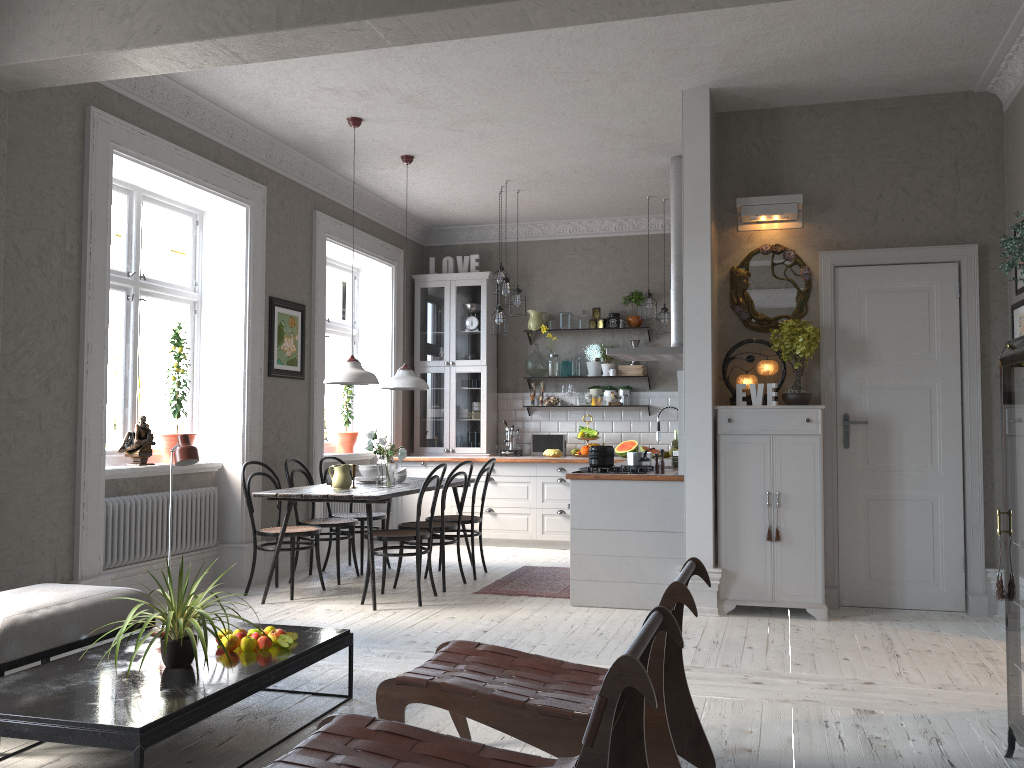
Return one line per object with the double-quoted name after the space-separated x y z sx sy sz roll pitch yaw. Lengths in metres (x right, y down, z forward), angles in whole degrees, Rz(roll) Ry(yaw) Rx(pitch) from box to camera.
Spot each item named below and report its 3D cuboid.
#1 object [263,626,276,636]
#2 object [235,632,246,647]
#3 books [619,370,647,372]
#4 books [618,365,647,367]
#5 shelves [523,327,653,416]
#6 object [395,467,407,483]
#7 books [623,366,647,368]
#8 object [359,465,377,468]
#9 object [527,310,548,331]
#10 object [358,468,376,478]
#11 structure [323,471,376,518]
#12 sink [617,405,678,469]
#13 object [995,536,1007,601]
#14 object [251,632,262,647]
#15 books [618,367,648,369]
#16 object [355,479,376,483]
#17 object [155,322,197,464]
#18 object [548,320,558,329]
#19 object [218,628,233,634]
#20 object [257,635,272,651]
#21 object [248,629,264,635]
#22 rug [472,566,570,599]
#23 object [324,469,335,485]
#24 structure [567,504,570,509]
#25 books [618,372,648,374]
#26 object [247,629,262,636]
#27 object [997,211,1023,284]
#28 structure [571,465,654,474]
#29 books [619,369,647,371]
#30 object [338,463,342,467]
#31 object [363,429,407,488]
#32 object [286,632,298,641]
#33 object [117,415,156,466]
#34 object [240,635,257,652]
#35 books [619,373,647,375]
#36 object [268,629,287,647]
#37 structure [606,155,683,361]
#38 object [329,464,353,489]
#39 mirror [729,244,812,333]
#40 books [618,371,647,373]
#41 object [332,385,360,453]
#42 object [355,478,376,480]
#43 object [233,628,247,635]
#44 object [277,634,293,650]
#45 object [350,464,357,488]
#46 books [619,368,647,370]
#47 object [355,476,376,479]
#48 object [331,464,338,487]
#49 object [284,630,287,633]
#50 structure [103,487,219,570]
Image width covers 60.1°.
-0.977 1.011 3.583 0.060 0.062 0.063 0 -3 -3 "object"
-1.075 1.010 3.495 0.058 0.056 0.060 0 -3 3 "object"
1.230 -0.127 9.016 0.257 0.011 0.160 -1 -3 21 "books"
1.230 -0.181 9.019 0.257 0.011 0.160 -1 -3 21 "books"
0.778 -0.100 9.129 1.302 0.923 0.231 -1 -3 15 "shelves"
-0.870 0.700 6.800 0.122 0.119 0.130 -2 -3 32 "object"
1.230 -0.170 9.018 0.257 0.016 0.160 -1 -3 24 "books"
-1.090 0.673 6.816 0.179 0.094 0.180 0 -3 7 "object"
0.259 -0.660 9.238 0.187 0.216 0.176 -1 -3 30 "object"
-1.090 0.693 6.815 0.179 0.094 0.180 0 -3 7 "object"
-1.569 1.039 8.238 0.147 0.428 1.235 -1 -3 15 "structure"
1.044 0.520 6.675 0.522 0.720 0.491 -1 -3 16 "sink"
1.717 0.647 3.120 0.041 0.234 0.044 2 -3 -27 "object"
-1.008 1.009 3.494 0.056 0.058 0.059 0 -3 7 "object"
1.230 -0.159 9.018 0.256 0.016 0.160 -1 -3 28 "books"
-1.090 0.746 6.812 0.233 0.027 0.242 -2 -3 34 "object"
-2.321 0.054 6.144 0.275 0.991 0.264 2 -3 -35 "object"
0.428 -0.606 9.250 0.102 0.111 0.104 -1 -3 16 "object"
-1.163 1.014 3.574 0.069 0.055 0.059 1 -3 -17 "object"
-0.959 1.007 3.439 0.056 0.058 0.057 -2 -4 40 "object"
-1.046 1.025 3.618 0.064 0.039 0.067 -1 -3 22 "object"
0.256 1.478 6.671 0.728 0.014 1.303 -1 -3 17 "rug"
-1.325 0.695 6.640 0.140 0.112 0.139 0 -3 -2 "object"
0.739 0.947 6.054 0.611 0.623 0.629 -1 -3 16 "structure"
1.230 -0.105 9.015 0.256 0.016 0.160 -1 -3 28 "books"
-1.031 1.012 3.550 0.063 0.058 0.060 2 -3 -29 "object"
1.807 -0.416 2.873 0.406 0.506 0.406 -2 -3 32 "object"
0.717 0.583 6.083 0.491 0.031 0.612 -1 -3 16 "structure"
1.230 -0.138 9.017 0.258 0.011 0.160 -1 -3 18 "books"
-1.219 0.648 6.287 0.061 0.172 0.063 -2 -3 37 "object"
-0.899 0.527 6.297 0.309 0.414 0.254 -1 -3 14 "object"
-0.903 1.024 3.593 0.046 0.037 0.068 -2 -4 43 "object"
-2.436 0.366 5.749 0.118 0.329 0.240 -1 -3 18 "object"
-1.021 1.003 3.431 0.063 0.063 0.060 3 -4 -42 "object"
1.230 -0.095 9.015 0.257 0.011 0.160 -1 -3 21 "books"
-0.934 1.008 3.521 0.077 0.064 0.073 3 -4 -43 "object"
1.173 -1.008 7.132 0.705 1.596 0.720 -1 -3 16 "structure"
-1.188 0.643 6.155 0.152 0.170 0.133 1 -3 -23 "object"
1.710 -0.639 5.870 0.527 0.593 0.072 -1 -3 15 "mirror"
1.230 -0.116 9.016 0.257 0.016 0.160 -1 -3 24 "books"
-1.598 0.257 8.542 0.254 0.813 0.265 -2 -4 43 "object"
-1.090 0.737 6.813 0.240 0.027 0.234 1 -3 -16 "object"
-1.094 1.012 3.557 0.057 0.058 0.058 0 -3 -1 "object"
-0.893 1.011 3.470 0.058 0.053 0.060 -1 -3 22 "object"
-1.111 0.648 6.221 0.058 0.167 0.060 -1 -3 29 "object"
1.230 -0.149 9.017 0.257 0.011 0.160 -1 -3 21 "books"
-1.090 0.729 6.813 0.232 0.027 0.242 -2 -3 39 "object"
-1.255 0.652 6.372 0.096 0.172 0.096 0 -3 -3 "object"
-0.948 1.027 3.647 0.047 0.036 0.062 -1 -3 27 "object"
-2.318 0.922 5.790 0.147 0.428 1.235 -1 -3 15 "structure"
